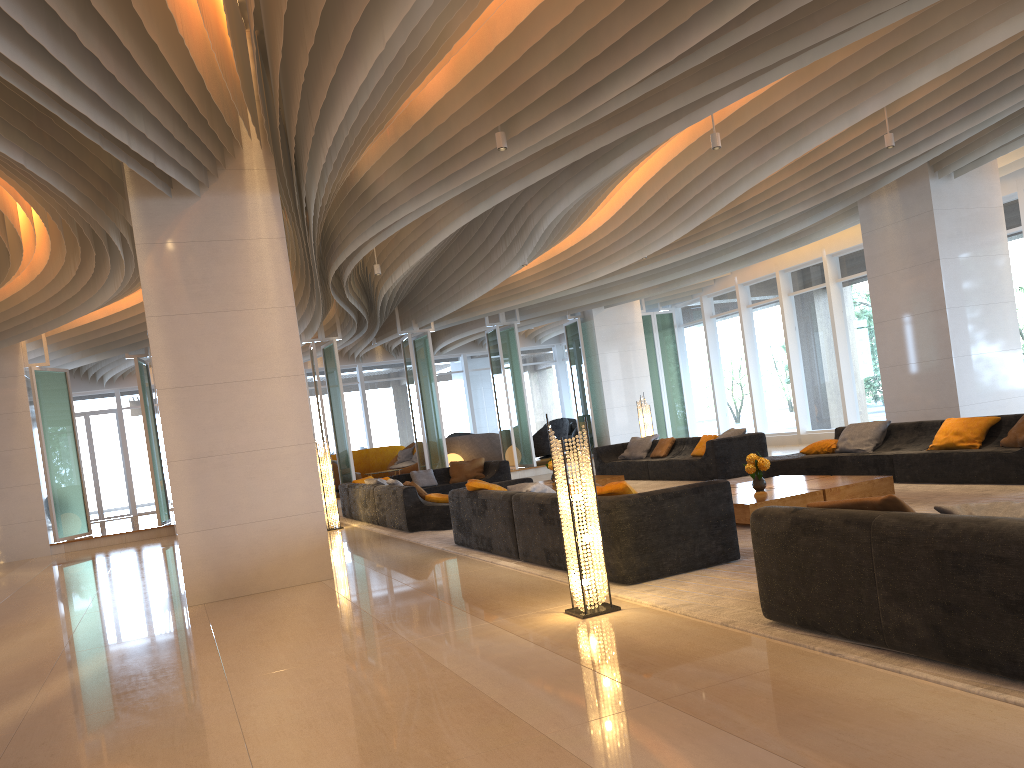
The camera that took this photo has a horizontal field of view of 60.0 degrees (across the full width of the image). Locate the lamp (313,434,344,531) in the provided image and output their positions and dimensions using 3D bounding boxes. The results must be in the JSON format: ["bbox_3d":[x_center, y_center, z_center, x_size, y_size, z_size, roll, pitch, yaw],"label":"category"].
[{"bbox_3d":[-2.742,1.439,13.146,0.252,1.451,0.248,-8,1,-22],"label":"lamp"}]

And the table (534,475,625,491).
[{"bbox_3d":[0.607,1.592,13.249,1.615,0.220,1.586,-7,-3,-22],"label":"table"}]

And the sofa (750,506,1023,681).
[{"bbox_3d":[2.010,0.778,4.140,1.367,0.576,2.233,-7,-3,-22],"label":"sofa"}]

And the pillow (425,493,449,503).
[{"bbox_3d":[-0.858,1.442,11.286,0.408,0.136,0.419,-8,-2,11],"label":"pillow"}]

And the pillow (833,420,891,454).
[{"bbox_3d":[4.050,0.656,10.313,0.466,0.416,0.659,-7,-2,-22],"label":"pillow"}]

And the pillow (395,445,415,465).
[{"bbox_3d":[-2.652,1.765,22.179,0.614,0.454,0.477,-9,-1,29],"label":"pillow"}]

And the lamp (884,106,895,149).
[{"bbox_3d":[3.856,-3.222,9.269,0.090,1.507,0.088,-8,1,-31],"label":"lamp"}]

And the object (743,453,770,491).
[{"bbox_3d":[2.310,0.819,8.349,0.236,0.377,0.265,-8,0,0],"label":"object"}]

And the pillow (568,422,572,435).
[{"bbox_3d":[1.593,1.382,26.807,0.611,0.422,0.369,-7,-1,-19],"label":"pillow"}]

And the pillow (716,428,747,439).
[{"bbox_3d":[3.106,0.852,12.942,0.547,0.378,0.639,-8,-2,0],"label":"pillow"}]

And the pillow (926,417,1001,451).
[{"bbox_3d":[4.564,0.541,9.008,0.454,0.394,0.631,-7,-2,-23],"label":"pillow"}]

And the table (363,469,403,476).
[{"bbox_3d":[-3.037,2.235,21.081,0.829,0.318,1.066,-6,-3,-41],"label":"table"}]

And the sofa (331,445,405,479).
[{"bbox_3d":[-3.862,2.138,22.797,2.593,0.901,1.097,-6,-2,-33],"label":"sofa"}]

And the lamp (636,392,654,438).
[{"bbox_3d":[2.495,0.871,16.404,0.252,1.451,0.248,-8,1,-22],"label":"lamp"}]

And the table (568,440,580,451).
[{"bbox_3d":[2.144,1.737,25.636,1.087,0.318,0.813,-7,-2,-16],"label":"table"}]

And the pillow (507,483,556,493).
[{"bbox_3d":[0.229,1.072,7.983,0.424,0.377,0.581,-7,-2,-20],"label":"pillow"}]

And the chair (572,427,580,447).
[{"bbox_3d":[2.387,1.311,24.681,1.530,1.006,1.127,-7,-1,-20],"label":"chair"}]

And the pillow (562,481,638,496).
[{"bbox_3d":[0.758,0.863,6.406,0.554,0.378,0.630,-6,-2,-44],"label":"pillow"}]

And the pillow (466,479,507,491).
[{"bbox_3d":[-0.169,1.106,8.781,0.547,0.378,0.639,-8,-2,0],"label":"pillow"}]

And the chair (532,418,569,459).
[{"bbox_3d":[0.936,1.463,23.667,1.121,1.006,1.538,-9,-2,40],"label":"chair"}]

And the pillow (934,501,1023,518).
[{"bbox_3d":[2.014,0.577,3.447,0.461,0.345,0.558,-7,-2,-24],"label":"pillow"}]

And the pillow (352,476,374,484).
[{"bbox_3d":[-2.428,1.718,14.927,0.337,0.316,0.414,-9,-2,40],"label":"pillow"}]

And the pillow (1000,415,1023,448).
[{"bbox_3d":[4.935,0.374,8.256,0.547,0.378,0.639,-8,-2,0],"label":"pillow"}]

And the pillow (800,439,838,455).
[{"bbox_3d":[3.772,0.771,10.751,0.443,0.193,0.593,-9,-3,33],"label":"pillow"}]

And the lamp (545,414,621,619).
[{"bbox_3d":[0.396,0.753,5.238,0.252,1.198,0.248,-8,1,-22],"label":"lamp"}]

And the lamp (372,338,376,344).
[{"bbox_3d":[-3.321,-1.680,20.718,0.089,1.507,0.088,-8,1,-13],"label":"lamp"}]

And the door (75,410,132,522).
[{"bbox_3d":[-10.742,2.136,22.797,1.472,2.772,0.059,-8,1,-23],"label":"door"}]

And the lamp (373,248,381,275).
[{"bbox_3d":[-1.969,-2.269,12.342,0.088,1.507,0.090,-8,1,23],"label":"lamp"}]

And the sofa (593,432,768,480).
[{"bbox_3d":[2.544,1.178,14.079,0.950,0.582,3.743,-7,-3,-22],"label":"sofa"}]

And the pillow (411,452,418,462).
[{"bbox_3d":[-2.227,1.710,21.656,0.467,0.409,0.500,-7,-1,-20],"label":"pillow"}]

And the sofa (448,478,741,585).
[{"bbox_3d":[0.446,1.160,7.649,0.950,0.582,3.743,-7,-3,-22],"label":"sofa"}]

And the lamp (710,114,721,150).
[{"bbox_3d":[1.841,-2.985,8.416,0.088,1.507,0.090,-7,1,41],"label":"lamp"}]

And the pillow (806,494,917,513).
[{"bbox_3d":[1.686,0.655,3.993,0.400,0.392,0.600,-8,-2,-19],"label":"pillow"}]

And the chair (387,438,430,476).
[{"bbox_3d":[-2.448,1.847,21.918,1.150,1.005,1.500,-7,-2,-35],"label":"chair"}]

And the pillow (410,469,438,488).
[{"bbox_3d":[-1.525,1.635,15.317,0.411,0.312,0.319,-7,-1,-20],"label":"pillow"}]

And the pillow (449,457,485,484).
[{"bbox_3d":[-0.791,1.521,15.648,0.639,0.378,0.547,-8,-2,0],"label":"pillow"}]

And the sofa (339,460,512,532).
[{"bbox_3d":[-0.735,1.559,13.300,2.851,0.653,5.043,-7,-3,-22],"label":"sofa"}]

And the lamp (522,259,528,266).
[{"bbox_3d":[0.088,-2.512,13.214,0.088,1.507,0.090,-8,1,23],"label":"lamp"}]

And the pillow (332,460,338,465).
[{"bbox_3d":[-4.038,1.866,20.274,0.478,0.454,0.613,-7,-2,-41],"label":"pillow"}]

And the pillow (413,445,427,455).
[{"bbox_3d":[-2.269,1.689,22.075,0.377,0.422,0.598,-7,-2,-44],"label":"pillow"}]

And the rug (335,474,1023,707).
[{"bbox_3d":[2.359,1.250,8.805,5.564,0.022,16.075,-7,-3,-22],"label":"rug"}]

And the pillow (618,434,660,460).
[{"bbox_3d":[2.179,1.094,15.317,0.554,0.378,0.630,-6,-2,-44],"label":"pillow"}]

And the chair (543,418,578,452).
[{"bbox_3d":[1.665,1.501,26.566,1.524,1.006,1.131,-8,-1,-10],"label":"chair"}]

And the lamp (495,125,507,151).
[{"bbox_3d":[-0.185,-2.746,7.548,0.090,1.507,0.088,-8,1,-31],"label":"lamp"}]

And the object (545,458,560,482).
[{"bbox_3d":[0.642,1.294,13.436,0.235,0.377,0.267,-8,0,10],"label":"object"}]

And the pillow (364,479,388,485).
[{"bbox_3d":[-1.836,1.556,13.147,0.552,0.377,0.645,-7,-2,-27],"label":"pillow"}]

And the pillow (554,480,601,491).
[{"bbox_3d":[0.597,0.936,7.026,0.448,0.410,0.596,-7,-2,-20],"label":"pillow"}]

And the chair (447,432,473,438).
[{"bbox_3d":[-1.084,1.778,24.419,1.538,1.006,1.121,-7,-2,-40],"label":"chair"}]

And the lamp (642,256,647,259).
[{"bbox_3d":[1.990,-2.736,14.022,0.088,1.507,0.090,-8,1,23],"label":"lamp"}]

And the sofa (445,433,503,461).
[{"bbox_3d":[-1.026,1.726,22.395,2.534,0.901,1.122,-9,-2,27],"label":"sofa"}]

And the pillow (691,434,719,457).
[{"bbox_3d":[2.911,0.930,13.408,0.325,0.312,0.404,-8,-1,-20],"label":"pillow"}]

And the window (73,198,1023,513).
[{"bbox_3d":[5.287,-0.846,12.305,53.804,3.220,22.429,-10,-3,33],"label":"window"}]

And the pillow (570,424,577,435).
[{"bbox_3d":[1.993,1.367,26.676,0.503,0.409,0.465,-8,-1,5],"label":"pillow"}]

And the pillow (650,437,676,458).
[{"bbox_3d":[2.471,1.045,14.536,0.325,0.312,0.404,-7,-1,-24],"label":"pillow"}]

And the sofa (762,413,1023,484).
[{"bbox_3d":[4.154,0.735,9.487,1.365,0.582,4.105,-7,-3,-23],"label":"sofa"}]

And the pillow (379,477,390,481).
[{"bbox_3d":[-1.917,1.576,13.475,0.417,0.335,0.328,-9,-1,33],"label":"pillow"}]

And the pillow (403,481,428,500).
[{"bbox_3d":[-1.203,1.395,11.479,0.331,0.311,0.420,-7,-2,-20],"label":"pillow"}]

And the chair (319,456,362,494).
[{"bbox_3d":[-4.107,2.013,20.590,1.143,1.005,1.509,-8,-2,-14],"label":"chair"}]

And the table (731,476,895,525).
[{"bbox_3d":[2.459,1.108,8.505,1.615,0.220,1.586,-7,-3,-22],"label":"table"}]
